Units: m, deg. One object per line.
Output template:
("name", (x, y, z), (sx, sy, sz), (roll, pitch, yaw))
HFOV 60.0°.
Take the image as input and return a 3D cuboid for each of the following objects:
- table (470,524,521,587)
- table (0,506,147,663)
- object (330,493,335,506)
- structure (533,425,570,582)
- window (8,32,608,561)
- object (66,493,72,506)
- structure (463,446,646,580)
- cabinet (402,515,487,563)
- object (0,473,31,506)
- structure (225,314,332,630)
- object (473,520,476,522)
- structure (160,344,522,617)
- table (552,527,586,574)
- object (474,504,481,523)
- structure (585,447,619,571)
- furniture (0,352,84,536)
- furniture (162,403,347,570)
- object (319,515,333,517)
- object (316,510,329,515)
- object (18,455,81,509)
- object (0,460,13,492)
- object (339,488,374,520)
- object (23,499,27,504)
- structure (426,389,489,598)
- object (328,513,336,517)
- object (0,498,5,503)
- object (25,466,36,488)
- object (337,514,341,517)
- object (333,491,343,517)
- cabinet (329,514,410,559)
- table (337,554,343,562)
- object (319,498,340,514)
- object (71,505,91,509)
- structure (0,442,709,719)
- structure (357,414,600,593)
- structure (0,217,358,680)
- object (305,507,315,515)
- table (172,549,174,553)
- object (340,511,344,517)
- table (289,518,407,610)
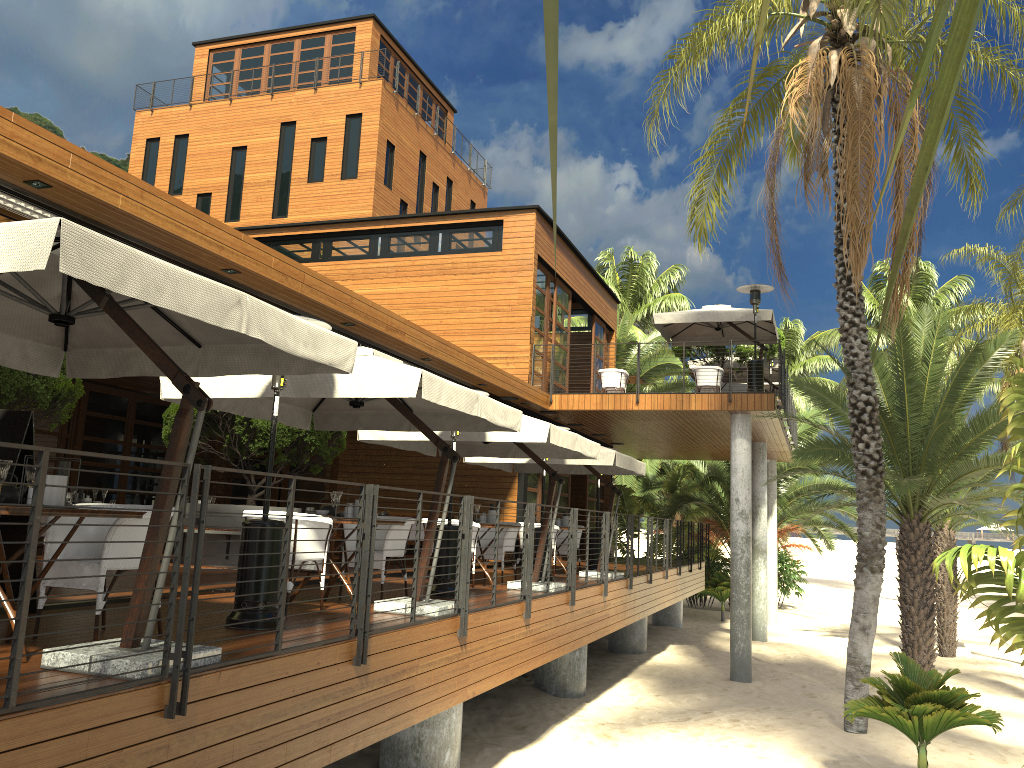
("table", (-0.479, 2.104, 10.953), (0.931, 0.752, 0.929), (-1, -10, 19))
("table", (-2.660, 1.021, 4.654), (0.931, 0.752, 0.929), (-1, -10, 19))
("object", (-1.645, 1.118, 8.178), (0.082, 0.227, 0.082), (1, -10, 8))
("structure", (0.434, 1.649, 12.481), (0.699, 2.199, 0.697), (1, -10, 7))
("window", (-4.033, -5.311, 20.525), (14.488, 18.020, 38.300), (3, -9, -3))
("object", (-2.484, 0.644, 4.911), (0.086, 0.086, 0.086), (-2, -10, 24))
("structure", (0.730, 1.872, 14.238), (2.413, 2.340, 2.406), (-1, -10, 19))
("cabinet", (-1.265, 2.960, 16.916), (1.611, 0.840, 0.555), (-1, -10, 19))
("object", (-2.735, 0.568, 4.800), (0.168, 0.179, 0.162), (0, -10, 17))
("structure", (-1.713, 0.582, 6.278), (0.699, 2.199, 0.697), (1, -10, 7))
("object", (-0.476, 1.682, 10.824), (0.080, 0.042, 0.080), (6, -10, -19))
("structure", (-1.444, 0.792, 7.958), (2.413, 2.340, 2.406), (-1, -10, 19))
("table", (0.614, 2.646, 14.110), (0.931, 0.752, 0.929), (-1, -10, 19))
("object", (-0.425, 1.580, 10.778), (0.082, 0.227, 0.082), (-1, -10, 20))
("structure", (1.512, 2.184, 15.594), (0.699, 2.199, 0.697), (1, -10, 7))
("furniture", (-5.563, 0.469, 8.243), (2.568, 2.731, 2.712), (5, -10, -16))
("furniture", (-3.828, 1.297, 13.040), (2.616, 2.731, 2.686), (1, -10, 10))
("object", (-1.661, 1.127, 7.559), (0.294, 0.025, 0.170), (0, -9, 19))
("object", (-1.655, 1.133, 7.724), (0.116, 0.065, 0.115), (0, -10, 17))
("object", (-2.451, 0.525, 4.710), (0.263, 0.265, 0.263), (7, -10, -25))
("object", (-2.597, 0.501, 4.501), (0.082, 0.227, 0.082), (-1, -10, 20))
("object", (-1.363, 1.066, 7.853), (0.263, 0.265, 0.263), (7, -10, -25))
("object", (-2.688, 0.665, 4.955), (0.080, 0.042, 0.080), (1, -9, 10))
("structure", (-0.641, 1.115, 9.375), (0.699, 2.199, 0.697), (1, -10, 7))
("object", (-1.560, 1.143, 7.691), (0.080, 0.042, 0.080), (6, -10, -19))
("object", (-2.649, 0.603, 4.548), (0.080, 0.042, 0.080), (1, -9, 10))
("object", (-2.733, 0.578, 5.035), (0.082, 0.227, 0.082), (-1, -10, 20))
("object", (-1.600, 1.205, 8.098), (0.080, 0.042, 0.080), (6, -10, -19))
("object", (-1.509, 1.041, 7.644), (0.082, 0.227, 0.082), (-1, -10, 20))
("cabinet", (-2.800, 2.972, 17.443), (1.611, 0.840, 0.555), (-1, -10, 19))
("table", (-2.519, 2.614, 14.821), (1.165, 0.751, 1.162), (-2, -10, 24))
("object", (-1.648, 1.109, 7.946), (0.163, 0.179, 0.167), (-1, -10, 21))
("object", (-2.590, 0.698, 5.084), (0.294, 0.025, 0.170), (0, -9, 19))
("structure", (0.971, 2.218, 11.519), (0.163, 1.157, 26.187), (-1, -9, 19))
("structure", (-0.357, 1.332, 11.098), (2.413, 2.340, 2.406), (-1, -10, 19))
("structure", (-2.531, 0.252, 4.817), (2.413, 2.340, 2.406), (-1, -10, 19))
("object", (-1.764, 1.120, 7.746), (0.086, 0.086, 0.086), (-2, -10, 24))
("table", (-5.536, 2.583, 15.500), (1.166, 0.751, 1.162), (-1, -10, 21))
("object", (-1.506, 1.193, 8.069), (0.116, 0.065, 0.115), (0, -10, 17))
("table", (-1.569, 1.562, 7.804), (0.931, 0.752, 0.929), (-1, -10, 19))
